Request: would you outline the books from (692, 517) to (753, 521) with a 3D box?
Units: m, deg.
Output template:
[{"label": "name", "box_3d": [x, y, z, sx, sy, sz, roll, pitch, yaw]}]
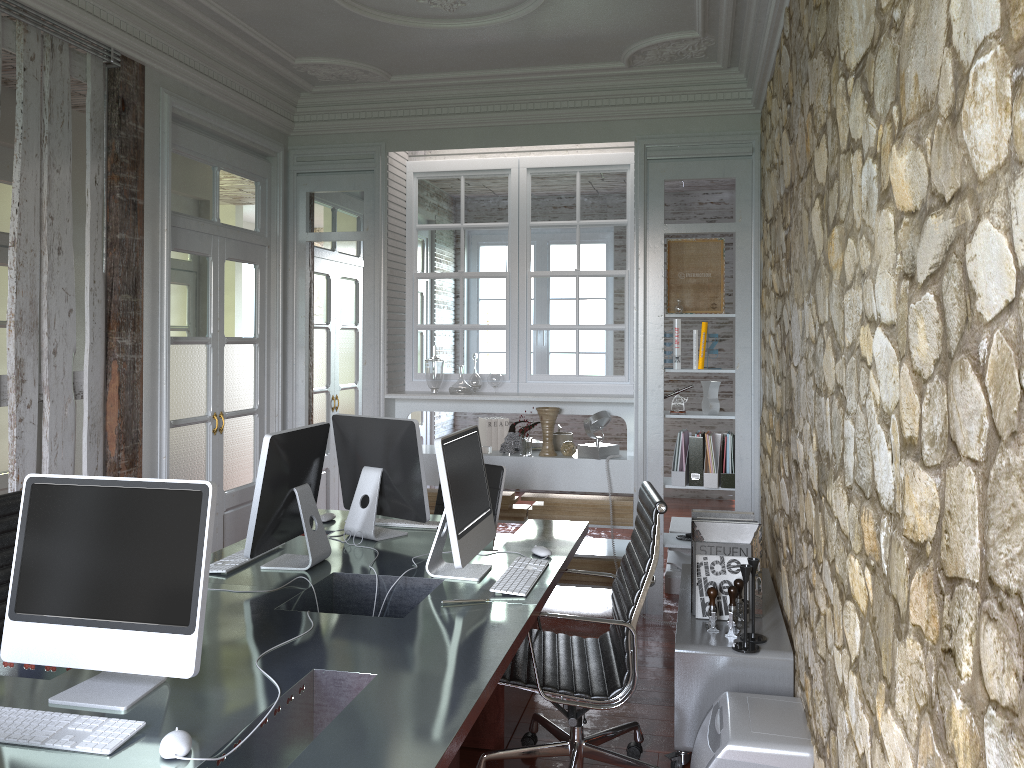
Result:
[{"label": "books", "box_3d": [0.873, 0.727, 3.676, 0.249, 0.333, 0.060, 0, 0, 12]}]

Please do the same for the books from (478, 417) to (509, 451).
[{"label": "books", "box_3d": [-0.112, 0.307, 5.481, 0.150, 0.193, 0.143, 0, 1, -23]}]

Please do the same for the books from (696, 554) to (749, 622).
[{"label": "books", "box_3d": [0.811, 0.786, 3.422, 0.197, 0.240, 0.058, 0, 0, 12]}]

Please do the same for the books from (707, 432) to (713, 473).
[{"label": "books", "box_3d": [1.140, 0.421, 5.037, 0.045, 0.287, 0.194, 0, 1, 18]}]

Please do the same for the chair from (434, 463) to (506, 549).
[{"label": "chair", "box_3d": [-0.377, 0.861, 4.240, 0.475, 0.919, 0.601, 1, 1, 42]}]

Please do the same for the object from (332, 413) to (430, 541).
[{"label": "object", "box_3d": [-0.560, 0.375, 3.617, 0.484, 0.485, 0.189, 1, 1, 37]}]

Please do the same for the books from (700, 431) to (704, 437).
[{"label": "books", "box_3d": [1.082, 0.420, 5.050, 0.009, 0.288, 0.194, 0, 1, 17]}]

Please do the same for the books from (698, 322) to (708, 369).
[{"label": "books", "box_3d": [1.096, -0.221, 5.086, 0.055, 0.268, 0.192, 0, 1, 12]}]

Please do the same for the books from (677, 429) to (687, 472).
[{"label": "books", "box_3d": [0.979, 0.413, 5.103, 0.038, 0.296, 0.180, 0, 0, 20]}]

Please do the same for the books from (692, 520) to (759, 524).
[{"label": "books", "box_3d": [0.847, 0.725, 3.515, 0.259, 0.353, 0.070, 0, 0, 12]}]

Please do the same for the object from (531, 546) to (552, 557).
[{"label": "object", "box_3d": [0.108, 0.620, 3.294, 0.059, 0.028, 0.106, -1, 3, -27]}]

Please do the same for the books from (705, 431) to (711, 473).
[{"label": "books", "box_3d": [1.131, 0.416, 5.046, 0.045, 0.282, 0.180, 0, 1, 18]}]

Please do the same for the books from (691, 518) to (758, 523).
[{"label": "books", "box_3d": [0.848, 0.723, 3.539, 0.258, 0.355, 0.049, 0, 0, 12]}]

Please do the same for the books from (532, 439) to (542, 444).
[{"label": "books", "box_3d": [0.091, 0.360, 5.525, 0.168, 0.007, 0.190, -1, 3, -16]}]

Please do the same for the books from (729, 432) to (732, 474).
[{"label": "books", "box_3d": [1.243, 0.422, 5.030, 0.013, 0.288, 0.194, 0, 1, 16]}]

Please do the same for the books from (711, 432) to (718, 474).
[{"label": "books", "box_3d": [1.158, 0.428, 5.030, 0.045, 0.287, 0.194, 0, 1, 18]}]

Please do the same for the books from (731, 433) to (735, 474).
[{"label": "books", "box_3d": [1.257, 0.426, 5.025, 0.023, 0.282, 0.194, 0, 1, 16]}]

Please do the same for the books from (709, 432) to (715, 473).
[{"label": "books", "box_3d": [1.148, 0.425, 5.032, 0.043, 0.281, 0.194, 0, 1, 18]}]

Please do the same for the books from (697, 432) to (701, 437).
[{"label": "books", "box_3d": [1.068, 0.423, 5.051, 0.030, 0.283, 0.180, 0, 1, 17]}]

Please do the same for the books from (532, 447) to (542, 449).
[{"label": "books", "box_3d": [0.095, 0.388, 5.513, 0.181, 0.007, 0.246, -1, 3, -23]}]

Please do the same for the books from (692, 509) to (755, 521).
[{"label": "books", "box_3d": [0.889, 0.715, 3.736, 0.259, 0.351, 0.065, 0, 0, 12]}]

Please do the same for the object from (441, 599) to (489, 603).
[{"label": "object", "box_3d": [-0.141, 0.659, 2.690, 0.149, 0.011, 0.011, 0, 1, -12]}]

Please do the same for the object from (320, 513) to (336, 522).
[{"label": "object", "box_3d": [-0.815, 0.586, 3.903, 0.059, 0.028, 0.106, 1, 3, 11]}]

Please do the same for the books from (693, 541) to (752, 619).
[{"label": "books", "box_3d": [0.819, 0.763, 3.456, 0.221, 0.283, 0.061, 0, 0, 12]}]

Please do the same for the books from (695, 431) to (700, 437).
[{"label": "books", "box_3d": [1.047, 0.419, 5.061, 0.039, 0.288, 0.194, 0, 1, 17]}]

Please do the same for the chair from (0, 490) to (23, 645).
[{"label": "chair", "box_3d": [-1.415, 0.882, 2.692, 0.699, 1.023, 0.665, 0, 1, 7]}]

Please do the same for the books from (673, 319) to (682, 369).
[{"label": "books", "box_3d": [0.962, -0.232, 5.142, 0.042, 0.287, 0.216, 0, 1, 12]}]

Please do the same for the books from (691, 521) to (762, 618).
[{"label": "books", "box_3d": [0.843, 0.726, 3.485, 0.272, 0.354, 0.063, 0, 0, 12]}]

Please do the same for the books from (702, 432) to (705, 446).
[{"label": "books", "box_3d": [1.091, 0.425, 5.050, 0.007, 0.282, 0.194, 0, 1, 17]}]

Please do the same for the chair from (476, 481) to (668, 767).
[{"label": "chair", "box_3d": [0.198, 0.872, 2.999, 0.699, 1.023, 0.665, 0, 1, 8]}]

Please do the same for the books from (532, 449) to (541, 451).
[{"label": "books", "box_3d": [0.095, 0.397, 5.513, 0.180, 0.011, 0.246, -1, 3, -23]}]

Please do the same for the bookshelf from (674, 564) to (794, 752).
[{"label": "bookshelf", "box_3d": [0.876, 1.124, 3.663, 0.436, 0.460, 1.195, 0, 2, 12]}]

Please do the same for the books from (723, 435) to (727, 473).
[{"label": "books", "box_3d": [1.212, 0.428, 5.036, 0.024, 0.277, 0.194, 0, 1, 16]}]

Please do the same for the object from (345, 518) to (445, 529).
[{"label": "object", "box_3d": [-0.496, 0.597, 3.827, 0.439, 0.017, 0.119, 1, 3, 12]}]

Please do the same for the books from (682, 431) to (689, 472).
[{"label": "books", "box_3d": [1.003, 0.419, 5.087, 0.022, 0.288, 0.194, 0, 1, 20]}]

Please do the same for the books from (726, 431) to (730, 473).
[{"label": "books", "box_3d": [1.233, 0.420, 5.040, 0.030, 0.290, 0.180, 0, 0, 16]}]

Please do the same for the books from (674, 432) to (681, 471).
[{"label": "books", "box_3d": [0.963, 0.416, 5.102, 0.037, 0.288, 0.194, 0, 1, 20]}]

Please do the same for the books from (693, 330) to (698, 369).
[{"label": "books", "box_3d": [1.057, -0.199, 5.095, 0.026, 0.223, 0.161, 0, 1, 12]}]
